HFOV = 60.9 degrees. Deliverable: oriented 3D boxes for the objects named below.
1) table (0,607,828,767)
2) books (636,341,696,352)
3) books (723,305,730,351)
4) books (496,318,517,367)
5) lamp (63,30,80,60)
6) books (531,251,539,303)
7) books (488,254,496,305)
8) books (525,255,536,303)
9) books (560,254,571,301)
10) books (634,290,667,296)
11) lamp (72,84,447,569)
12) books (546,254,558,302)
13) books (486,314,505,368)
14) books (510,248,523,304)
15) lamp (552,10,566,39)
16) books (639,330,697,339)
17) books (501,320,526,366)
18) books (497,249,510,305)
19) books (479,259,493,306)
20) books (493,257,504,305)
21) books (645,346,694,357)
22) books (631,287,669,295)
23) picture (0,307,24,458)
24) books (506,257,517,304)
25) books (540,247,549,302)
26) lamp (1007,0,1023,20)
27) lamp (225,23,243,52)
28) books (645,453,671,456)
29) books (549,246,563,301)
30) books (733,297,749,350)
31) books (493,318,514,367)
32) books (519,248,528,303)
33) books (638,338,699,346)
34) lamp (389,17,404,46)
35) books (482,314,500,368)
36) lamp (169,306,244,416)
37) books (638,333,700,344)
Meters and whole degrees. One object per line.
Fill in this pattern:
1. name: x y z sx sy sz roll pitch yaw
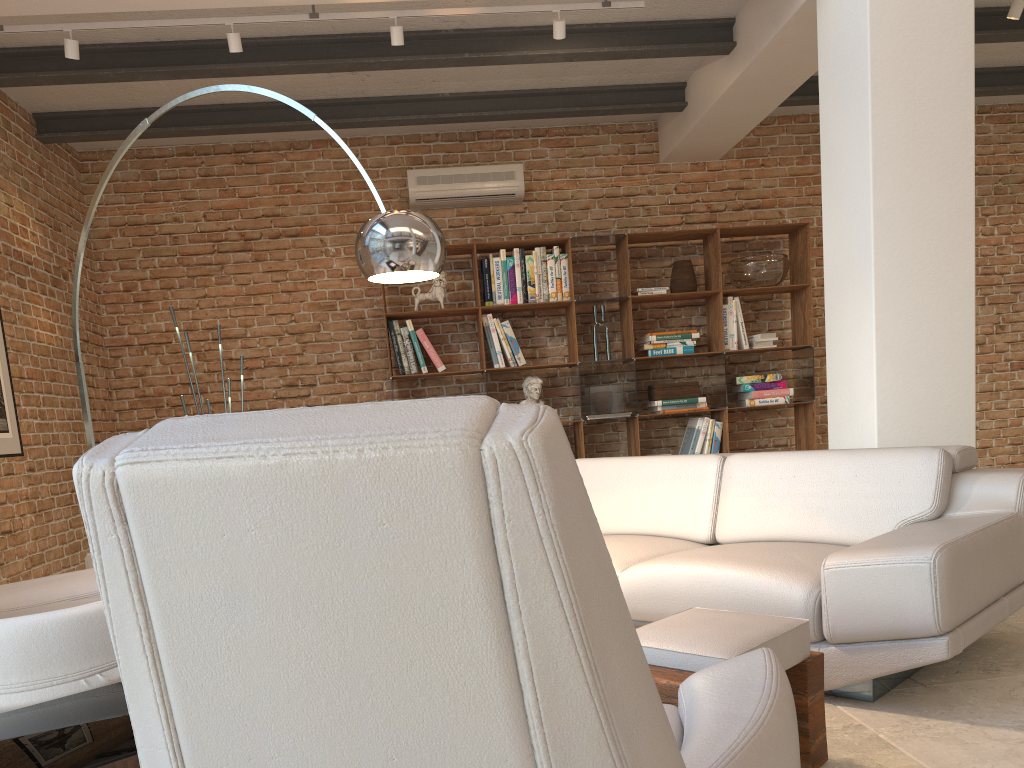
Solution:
1. table: -0.513 0.911 2.529 1.946 0.434 2.211 -3 -3 -44
2. books: 1.123 -0.272 6.370 0.379 0.037 0.242 -4 -2 -5
3. books: 1.521 -0.396 6.383 0.055 0.334 0.251 -5 4 -6
4. books: -0.050 -0.284 6.263 0.124 0.354 0.268 -5 4 -6
5. lamp: -1.993 -1.525 3.944 0.058 0.131 0.086 -9 7 -36
6. books: 0.155 -0.739 6.212 0.021 0.364 0.268 -5 4 -6
7. books: -0.146 -0.715 6.195 0.021 0.364 0.268 -5 4 -6
8. books: 0.119 -0.722 6.197 0.055 0.334 0.251 -5 4 -6
9. books: 0.362 -0.740 6.249 0.055 0.334 0.251 -5 4 -6
10. books: 0.989 -0.641 6.248 0.205 0.034 0.131 -4 -2 -5
11. lamp: -1.087 0.037 3.546 2.037 2.386 0.312 -2 8 31
12. books: 0.268 -0.733 6.219 0.055 0.334 0.251 -5 4 -6
13. books: -0.124 -0.296 6.235 0.103 0.389 0.240 -5 5 -6
14. books: 0.033 -0.743 6.190 0.036 0.389 0.240 -5 5 -6
15. lamp: 0.224 -1.702 4.148 0.061 0.117 0.093 -4 4 1
16. books: 1.132 -0.358 6.360 0.355 0.021 0.270 -4 -2 -7
17. books: 0.000 -0.279 6.254 0.158 0.334 0.251 -5 4 -6
18. books: -0.061 -0.736 6.188 0.036 0.389 0.240 -5 5 -6
19. books: -0.183 -0.698 6.195 0.055 0.334 0.251 -5 4 -6
20. books: -0.104 -0.705 6.184 0.055 0.334 0.251 -5 4 -6
21. books: 1.148 -0.228 6.370 0.327 0.056 0.252 -5 -2 5
22. books: 0.980 -0.667 6.250 0.235 0.019 0.170 -4 -2 -12
23. picture: -2.655 -0.231 4.180 0.027 1.213 0.900 -5 4 -6
24. books: -0.013 -0.711 6.210 0.055 0.334 0.251 -5 4 -6
25. books: 0.219 -0.757 6.217 0.036 0.389 0.240 -5 5 -6
26. lamp: 2.508 -1.871 4.335 0.058 0.131 0.086 -9 7 -36
27. lamp: -1.277 -1.584 4.008 0.061 0.123 0.085 -5 5 -4
28. books: 1.088 0.541 6.487 0.132 0.034 0.204 -4 -2 -11
29. books: 0.313 -0.764 6.225 0.036 0.389 0.240 -5 5 -6
30. books: 1.647 -0.432 6.412 0.101 0.389 0.240 -5 5 -6
31. books: -0.070 -0.283 6.252 0.124 0.354 0.268 -5 4 -6
32. books: 0.069 -0.746 6.203 0.036 0.389 0.240 -5 5 -6
33. books: 1.138 -0.302 6.357 0.378 0.018 0.243 -4 -2 -13
34. lamp: -0.538 -1.637 4.073 0.061 0.131 0.084 -5 5 -4
35. books: -0.163 -0.293 6.255 0.101 0.389 0.240 -5 5 -6
36. lamp: -1.847 0.445 5.512 0.412 1.848 0.198 -10 10 -35
37. books: 1.138 -0.330 6.345 0.378 0.037 0.243 -4 -2 -12
